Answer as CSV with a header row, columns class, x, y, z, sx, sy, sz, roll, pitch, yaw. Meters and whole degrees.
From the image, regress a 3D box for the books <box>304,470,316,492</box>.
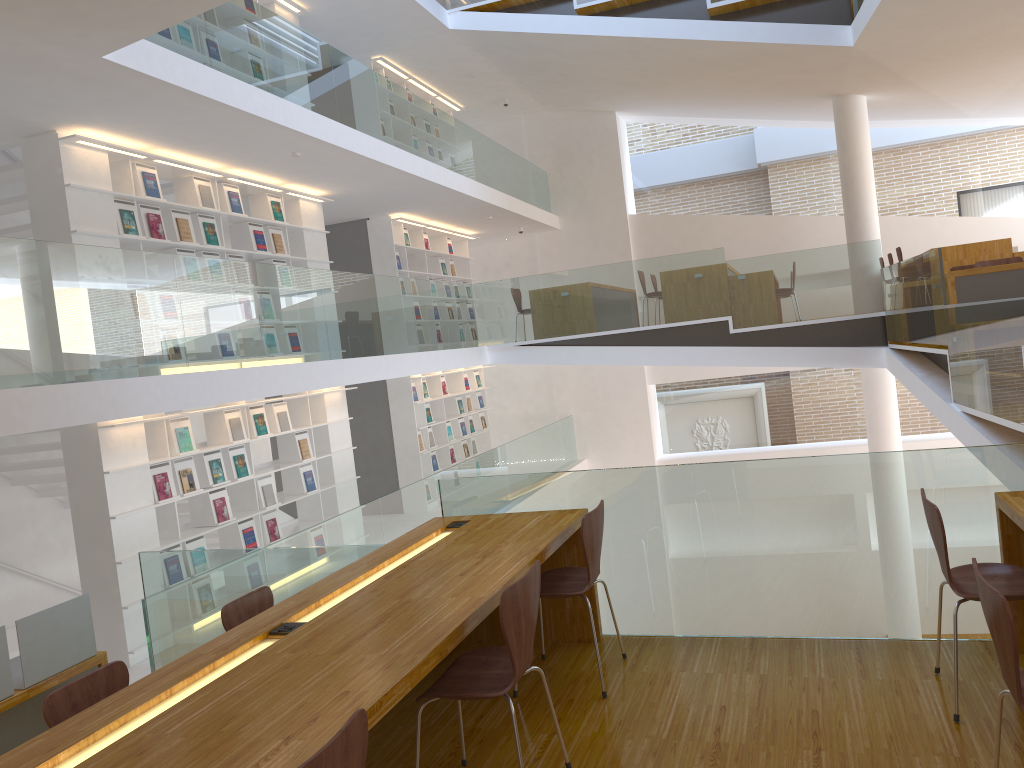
class,x,y,z,sx,sy,sz,roll,pitch,yaw
books,-2.036,0.983,8.938,0.037,0.210,0.145,-6,2,18

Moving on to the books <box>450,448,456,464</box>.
class,x,y,z,sx,sy,sz,roll,pitch,yaw
books,-0.853,1.034,12.730,0.037,0.210,0.145,-6,2,18

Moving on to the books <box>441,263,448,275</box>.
class,x,y,z,sx,sy,sz,roll,pitch,yaw
books,-1.002,-1.695,13.164,0.037,0.210,0.145,-6,2,18

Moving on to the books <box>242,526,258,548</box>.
class,x,y,z,sx,sy,sz,roll,pitch,yaw
books,-2.335,1.388,7.908,0.037,0.210,0.145,-6,2,18

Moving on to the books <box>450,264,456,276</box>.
class,x,y,z,sx,sy,sz,roll,pitch,yaw
books,-0.895,-1.719,13.496,0.037,0.210,0.145,-6,2,18

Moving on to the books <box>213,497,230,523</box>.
class,x,y,z,sx,sy,sz,roll,pitch,yaw
books,-2.479,1.079,7.571,0.037,0.210,0.145,-6,2,18

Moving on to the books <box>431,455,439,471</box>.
class,x,y,z,sx,sy,sz,roll,pitch,yaw
books,-1.053,1.076,12.099,0.037,0.210,0.145,-6,2,18

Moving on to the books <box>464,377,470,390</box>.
class,x,y,z,sx,sy,sz,roll,pitch,yaw
books,-0.691,0.005,13.558,0.037,0.210,0.145,-6,2,18

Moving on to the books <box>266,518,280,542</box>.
class,x,y,z,sx,sy,sz,roll,pitch,yaw
books,-2.223,1.362,8.257,0.037,0.210,0.145,-6,2,18

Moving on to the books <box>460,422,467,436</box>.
class,x,y,z,sx,sy,sz,roll,pitch,yaw
books,-0.718,0.675,13.248,0.037,0.210,0.145,-6,2,18

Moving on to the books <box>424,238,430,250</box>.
class,x,y,z,sx,sy,sz,roll,pitch,yaw
books,-1.210,-1.968,12.622,0.037,0.210,0.145,-6,2,18

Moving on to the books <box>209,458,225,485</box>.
class,x,y,z,sx,sy,sz,roll,pitch,yaw
books,-2.516,0.748,7.569,0.037,0.210,0.145,-6,2,18

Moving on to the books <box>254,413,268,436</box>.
class,x,y,z,sx,sy,sz,roll,pitch,yaw
books,-2.332,0.380,8.235,0.037,0.210,0.145,-6,2,18

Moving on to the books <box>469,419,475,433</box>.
class,x,y,z,sx,sy,sz,roll,pitch,yaw
books,-0.615,0.652,13.566,0.037,0.210,0.145,-6,2,18

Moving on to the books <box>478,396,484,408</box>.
class,x,y,z,sx,sy,sz,roll,pitch,yaw
books,-0.485,0.295,14.079,0.037,0.210,0.145,-6,2,18

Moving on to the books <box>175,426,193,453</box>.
class,x,y,z,sx,sy,sz,roll,pitch,yaw
books,-2.662,0.456,7.208,0.037,0.210,0.145,-6,2,18

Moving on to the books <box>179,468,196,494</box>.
class,x,y,z,sx,sy,sz,roll,pitch,yaw
books,-2.636,0.797,7.214,0.037,0.210,0.145,-6,2,18

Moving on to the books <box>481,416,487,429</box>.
class,x,y,z,sx,sy,sz,roll,pitch,yaw
books,-0.446,0.618,14.094,0.037,0.210,0.145,-6,2,18

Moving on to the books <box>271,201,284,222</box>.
class,x,y,z,sx,sy,sz,roll,pitch,yaw
books,-2.346,-1.724,8.877,0.037,0.210,0.145,-6,2,18

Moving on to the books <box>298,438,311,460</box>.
class,x,y,z,sx,sy,sz,roll,pitch,yaw
books,-2.083,0.659,8.912,0.037,0.210,0.145,-6,2,18

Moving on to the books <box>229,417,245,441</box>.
class,x,y,z,sx,sy,sz,roll,pitch,yaw
books,-2.445,0.406,7.883,0.037,0.210,0.145,-6,2,18

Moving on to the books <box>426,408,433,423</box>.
class,x,y,z,sx,sy,sz,roll,pitch,yaw
books,-1.132,0.431,12.067,0.037,0.210,0.145,-6,2,18

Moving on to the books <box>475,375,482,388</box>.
class,x,y,z,sx,sy,sz,roll,pitch,yaw
books,-0.528,-0.038,14.068,0.037,0.210,0.145,-6,2,18

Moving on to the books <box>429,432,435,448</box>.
class,x,y,z,sx,sy,sz,roll,pitch,yaw
books,-1.098,0.761,12.065,0.037,0.210,0.145,-6,2,18

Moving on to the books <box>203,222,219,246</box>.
class,x,y,z,sx,sy,sz,roll,pitch,yaw
books,-2.651,-1.317,7.817,0.037,0.210,0.145,-6,2,18

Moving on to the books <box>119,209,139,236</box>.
class,x,y,z,sx,sy,sz,roll,pitch,yaw
books,-2.962,-1.243,6.862,0.037,0.210,0.145,-6,2,18

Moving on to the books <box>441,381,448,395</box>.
class,x,y,z,sx,sy,sz,roll,pitch,yaw
books,-0.968,0.068,12.695,0.037,0.210,0.145,-6,2,18

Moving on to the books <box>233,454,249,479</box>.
class,x,y,z,sx,sy,sz,roll,pitch,yaw
books,-2.408,0.734,7.888,0.037,0.210,0.145,-6,2,18

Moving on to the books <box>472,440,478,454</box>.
class,x,y,z,sx,sy,sz,roll,pitch,yaw
books,-0.577,0.974,13.578,0.037,0.210,0.145,-6,2,18

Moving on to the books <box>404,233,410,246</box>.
class,x,y,z,sx,sy,sz,roll,pitch,yaw
books,-1.421,-1.935,11.968,0.037,0.210,0.145,-6,2,18

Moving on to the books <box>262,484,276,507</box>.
class,x,y,z,sx,sy,sz,roll,pitch,yaw
books,-2.257,1.043,8.246,0.037,0.210,0.145,-6,2,18

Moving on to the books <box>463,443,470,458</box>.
class,x,y,z,sx,sy,sz,roll,pitch,yaw
books,-0.678,0.998,13.263,0.037,0.210,0.145,-6,2,18

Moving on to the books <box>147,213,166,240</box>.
class,x,y,z,sx,sy,sz,roll,pitch,yaw
books,-2.868,-1.269,7.151,0.037,0.210,0.145,-6,2,18

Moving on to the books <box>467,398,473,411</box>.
class,x,y,z,sx,sy,sz,roll,pitch,yaw
books,-0.654,0.317,13.569,0.037,0.210,0.145,-6,2,18

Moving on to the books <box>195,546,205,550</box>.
class,x,y,z,sx,sy,sz,roll,pitch,yaw
books,-2.543,1.445,7.246,0.037,0.210,0.145,-6,2,18

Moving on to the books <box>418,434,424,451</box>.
class,x,y,z,sx,sy,sz,roll,pitch,yaw
books,-1.219,0.778,11.702,0.037,0.210,0.145,-6,2,18

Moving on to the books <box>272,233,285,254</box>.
class,x,y,z,sx,sy,sz,roll,pitch,yaw
books,-2.325,-1.392,8.841,0.037,0.210,0.145,-6,2,18

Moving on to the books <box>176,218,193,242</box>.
class,x,y,z,sx,sy,sz,roll,pitch,yaw
books,-2.762,-1.292,7.481,0.037,0.210,0.145,-6,2,18

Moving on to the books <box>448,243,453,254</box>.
class,x,y,z,sx,sy,sz,roll,pitch,yaw
books,-0.933,-2.031,13.485,0.037,0.210,0.145,-6,2,18

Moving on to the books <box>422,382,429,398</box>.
class,x,y,z,sx,sy,sz,roll,pitch,yaw
books,-1.184,0.081,12.033,0.037,0.210,0.145,-6,2,18

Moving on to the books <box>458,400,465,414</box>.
class,x,y,z,sx,sy,sz,roll,pitch,yaw
books,-0.760,0.342,13.237,0.037,0.210,0.145,-6,2,18

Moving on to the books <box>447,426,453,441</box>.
class,x,y,z,sx,sy,sz,roll,pitch,yaw
books,-0.892,0.708,12.718,0.037,0.210,0.145,-6,2,18

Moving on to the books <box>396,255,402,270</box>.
class,x,y,z,sx,sy,sz,roll,pitch,yaw
books,-1.493,-1.582,11.625,0.037,0.210,0.145,-6,2,18

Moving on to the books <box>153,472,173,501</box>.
class,x,y,z,sx,sy,sz,roll,pitch,yaw
books,-2.722,0.802,6.920,0.037,0.210,0.145,-6,2,18

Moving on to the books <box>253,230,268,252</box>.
class,x,y,z,sx,sy,sz,roll,pitch,yaw
books,-2.422,-1.373,8.541,0.037,0.210,0.145,-6,2,18

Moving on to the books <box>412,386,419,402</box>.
class,x,y,z,sx,sy,sz,roll,pitch,yaw
books,-1.286,0.139,11.695,0.037,0.210,0.145,-6,2,18

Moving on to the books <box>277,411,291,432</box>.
class,x,y,z,sx,sy,sz,roll,pitch,yaw
books,-2.211,0.373,8.605,0.037,0.210,0.145,-6,2,18
